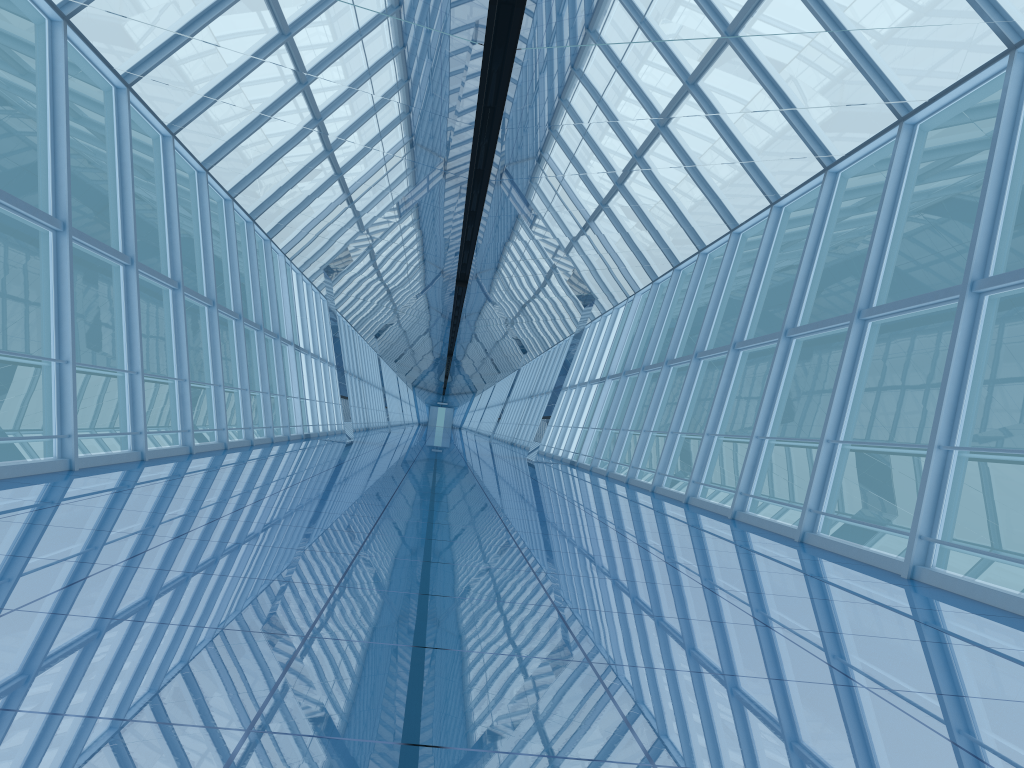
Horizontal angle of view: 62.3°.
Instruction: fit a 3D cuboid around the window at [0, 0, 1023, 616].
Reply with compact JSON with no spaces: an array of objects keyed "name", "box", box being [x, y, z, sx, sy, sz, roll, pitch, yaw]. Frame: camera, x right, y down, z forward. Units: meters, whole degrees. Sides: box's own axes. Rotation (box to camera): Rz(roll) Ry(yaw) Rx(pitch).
[{"name":"window","box":[-3.884,0.484,49.094,9.903,4.977,104.798,6,-3,-5]}]
